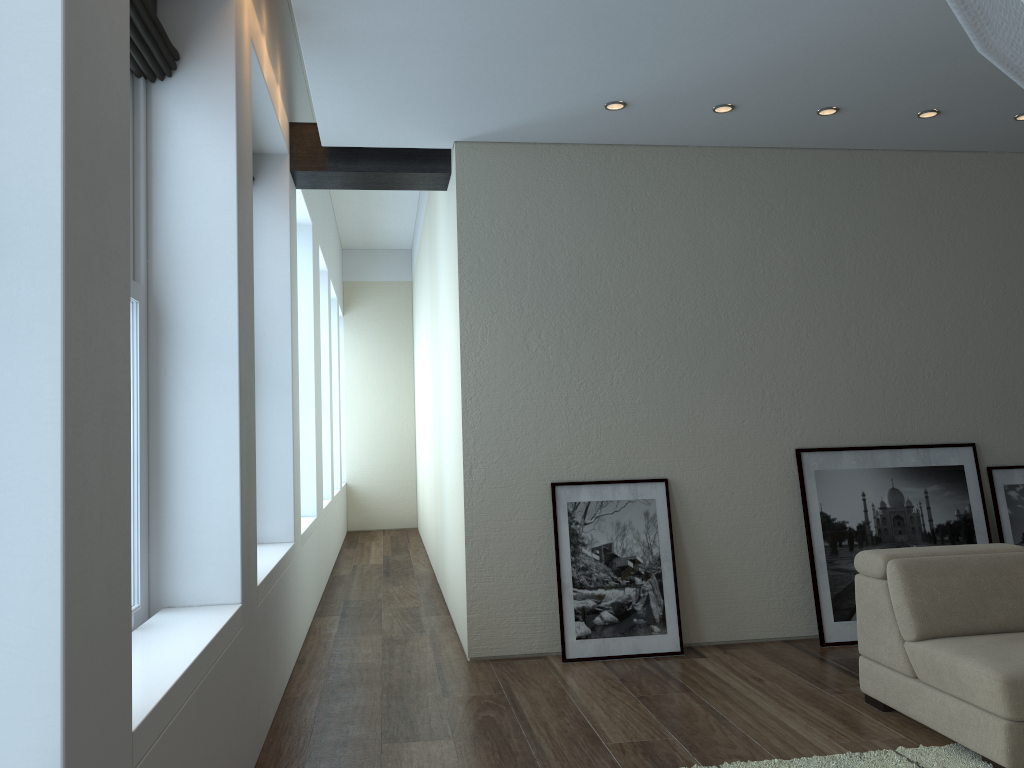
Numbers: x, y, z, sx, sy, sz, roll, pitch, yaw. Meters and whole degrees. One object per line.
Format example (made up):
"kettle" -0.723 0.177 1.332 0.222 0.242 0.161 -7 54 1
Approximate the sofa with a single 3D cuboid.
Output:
"sofa" 2.918 0.934 3.791 2.581 0.950 1.021 -1 -3 -8

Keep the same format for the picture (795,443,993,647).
"picture" 2.336 0.943 5.327 1.183 1.140 0.225 -1 -3 -8

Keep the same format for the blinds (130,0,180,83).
"blinds" -1.230 -1.360 2.636 0.156 0.393 1.442 -1 -3 -8

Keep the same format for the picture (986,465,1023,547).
"picture" 3.346 0.998 5.483 0.700 0.988 0.195 -1 -3 -8

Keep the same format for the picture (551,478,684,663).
"picture" 0.600 1.053 5.084 0.700 0.988 0.195 -1 -3 -8

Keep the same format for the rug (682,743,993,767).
"rug" 2.739 1.306 2.089 4.231 0.020 2.972 -1 -3 -8

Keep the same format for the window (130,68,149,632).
"window" -1.263 -0.345 2.568 0.123 2.400 1.443 -1 -3 -8
